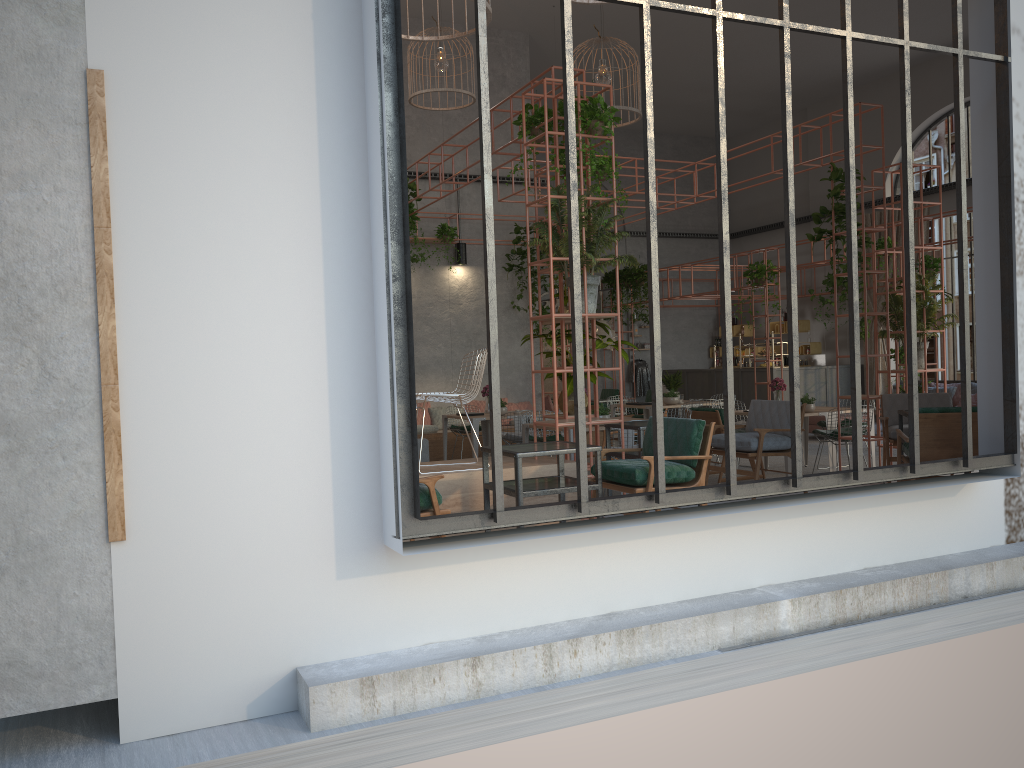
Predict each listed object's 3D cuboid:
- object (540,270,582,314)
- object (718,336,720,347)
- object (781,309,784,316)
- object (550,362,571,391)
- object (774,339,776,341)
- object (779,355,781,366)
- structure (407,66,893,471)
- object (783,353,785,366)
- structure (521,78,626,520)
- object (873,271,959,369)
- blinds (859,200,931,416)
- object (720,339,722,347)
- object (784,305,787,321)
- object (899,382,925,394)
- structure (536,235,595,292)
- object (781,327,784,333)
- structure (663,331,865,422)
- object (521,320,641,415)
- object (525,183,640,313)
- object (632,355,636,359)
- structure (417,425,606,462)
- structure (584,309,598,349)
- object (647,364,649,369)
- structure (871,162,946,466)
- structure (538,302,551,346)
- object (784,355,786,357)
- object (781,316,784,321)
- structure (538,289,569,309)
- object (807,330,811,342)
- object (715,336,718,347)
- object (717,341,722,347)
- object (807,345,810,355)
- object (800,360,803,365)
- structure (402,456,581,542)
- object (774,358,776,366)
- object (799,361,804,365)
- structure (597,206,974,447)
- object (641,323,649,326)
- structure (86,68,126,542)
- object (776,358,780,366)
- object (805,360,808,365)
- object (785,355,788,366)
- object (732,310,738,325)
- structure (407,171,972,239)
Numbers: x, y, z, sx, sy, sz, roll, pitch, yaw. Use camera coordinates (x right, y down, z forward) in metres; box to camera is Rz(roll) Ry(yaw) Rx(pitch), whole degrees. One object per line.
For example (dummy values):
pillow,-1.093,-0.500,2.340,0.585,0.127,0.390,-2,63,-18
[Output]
object,0.970,-1.588,15.098,0.934,0.947,0.903,-1,2,27
object,5.392,-1.116,23.140,0.066,0.291,0.066,-3,1,-18
object,6.425,-1.632,21.040,0.134,0.301,0.134,-3,2,-36
object,0.896,-0.118,15.166,0.438,0.527,0.368,-3,2,-24
object,6.296,-1.034,21.324,0.115,0.147,0.115,-2,1,-16
object,6.341,-0.552,20.906,0.082,0.246,0.082,-2,1,8
structure,-0.728,-1.142,14.532,4.501,4.345,14.096,-3,2,-26
object,6.379,-0.574,20.833,0.066,0.291,0.066,-3,2,-40
structure,0.628,-0.635,7.173,0.748,3.623,0.722,-3,2,-24
object,4.586,-0.719,10.098,0.894,1.100,0.900,-2,1,5
blinds,8.635,-1.492,17.127,0.414,4.389,4.957,-3,2,-23
object,5.467,-1.120,23.171,0.066,0.291,0.066,-2,1,15
object,6.470,-1.671,20.850,0.134,0.386,0.134,-3,2,-36
object,6.254,0.223,13.791,0.438,0.527,0.368,-3,2,-24
structure,1.180,-2.914,21.446,1.939,1.514,0.856,-3,2,-30
object,6.392,-1.264,20.811,0.123,0.142,0.141,-3,2,-24
structure,5.799,-0.169,20.920,2.579,2.022,4.057,-3,2,-24
object,0.595,-0.196,7.737,0.934,0.923,0.903,-1,2,32
object,0.571,-1.120,7.271,0.894,1.101,0.900,-1,2,30
object,3.075,-0.696,22.393,0.093,0.121,0.049,-3,1,-22
structure,-1.463,0.958,16.994,4.386,0.500,5.831,-3,2,-24
structure,1.699,-1.474,21.916,0.950,1.527,0.921,-3,2,-26
object,3.461,-0.461,22.578,0.033,0.146,0.070,-1,2,37
structure,4.522,-0.647,10.078,0.624,3.602,0.424,-3,2,-24
structure,0.514,-1.436,21.331,0.921,1.527,0.950,-2,1,9
object,6.498,-0.562,21.090,0.072,0.248,0.094,-3,2,-24
object,6.333,-1.534,20.823,0.088,0.123,0.088,-1,2,32
structure,1.162,-2.077,21.561,1.312,0.505,0.063,-3,2,-24
object,6.779,-1.088,20.236,0.075,0.273,0.075,-3,2,-36
object,5.322,-1.113,23.107,0.066,0.291,0.066,-1,2,35
object,5.383,-1.041,23.018,0.115,0.147,0.115,-2,1,20
object,6.744,-0.768,20.072,0.131,0.207,0.131,-2,1,21
object,6.655,-0.492,20.377,0.073,0.131,0.073,-3,2,-32
structure,-2.043,0.677,8.629,3.396,1.111,9.152,-3,2,-24
object,6.254,-0.538,21.097,0.073,0.219,0.105,-3,1,-18
object,6.683,-0.483,20.477,0.115,0.107,0.115,-3,1,-18
structure,6.819,-0.899,16.211,4.157,4.247,14.689,-3,2,-24
object,3.382,-1.513,22.477,0.263,0.101,0.013,-3,2,-24
structure,-3.724,-0.301,8.186,0.132,2.103,9.782,-3,2,-24
object,6.304,-0.553,21.000,0.072,0.248,0.094,-3,2,-24
object,6.784,-0.498,20.441,0.073,0.131,0.073,-3,2,-31
object,6.459,-0.572,20.875,0.065,0.280,0.065,-2,1,19
object,5.677,-1.684,22.598,0.134,0.386,0.134,-2,1,9
structure,2.046,-3.532,13.714,15.603,0.110,15.203,-3,2,-24
